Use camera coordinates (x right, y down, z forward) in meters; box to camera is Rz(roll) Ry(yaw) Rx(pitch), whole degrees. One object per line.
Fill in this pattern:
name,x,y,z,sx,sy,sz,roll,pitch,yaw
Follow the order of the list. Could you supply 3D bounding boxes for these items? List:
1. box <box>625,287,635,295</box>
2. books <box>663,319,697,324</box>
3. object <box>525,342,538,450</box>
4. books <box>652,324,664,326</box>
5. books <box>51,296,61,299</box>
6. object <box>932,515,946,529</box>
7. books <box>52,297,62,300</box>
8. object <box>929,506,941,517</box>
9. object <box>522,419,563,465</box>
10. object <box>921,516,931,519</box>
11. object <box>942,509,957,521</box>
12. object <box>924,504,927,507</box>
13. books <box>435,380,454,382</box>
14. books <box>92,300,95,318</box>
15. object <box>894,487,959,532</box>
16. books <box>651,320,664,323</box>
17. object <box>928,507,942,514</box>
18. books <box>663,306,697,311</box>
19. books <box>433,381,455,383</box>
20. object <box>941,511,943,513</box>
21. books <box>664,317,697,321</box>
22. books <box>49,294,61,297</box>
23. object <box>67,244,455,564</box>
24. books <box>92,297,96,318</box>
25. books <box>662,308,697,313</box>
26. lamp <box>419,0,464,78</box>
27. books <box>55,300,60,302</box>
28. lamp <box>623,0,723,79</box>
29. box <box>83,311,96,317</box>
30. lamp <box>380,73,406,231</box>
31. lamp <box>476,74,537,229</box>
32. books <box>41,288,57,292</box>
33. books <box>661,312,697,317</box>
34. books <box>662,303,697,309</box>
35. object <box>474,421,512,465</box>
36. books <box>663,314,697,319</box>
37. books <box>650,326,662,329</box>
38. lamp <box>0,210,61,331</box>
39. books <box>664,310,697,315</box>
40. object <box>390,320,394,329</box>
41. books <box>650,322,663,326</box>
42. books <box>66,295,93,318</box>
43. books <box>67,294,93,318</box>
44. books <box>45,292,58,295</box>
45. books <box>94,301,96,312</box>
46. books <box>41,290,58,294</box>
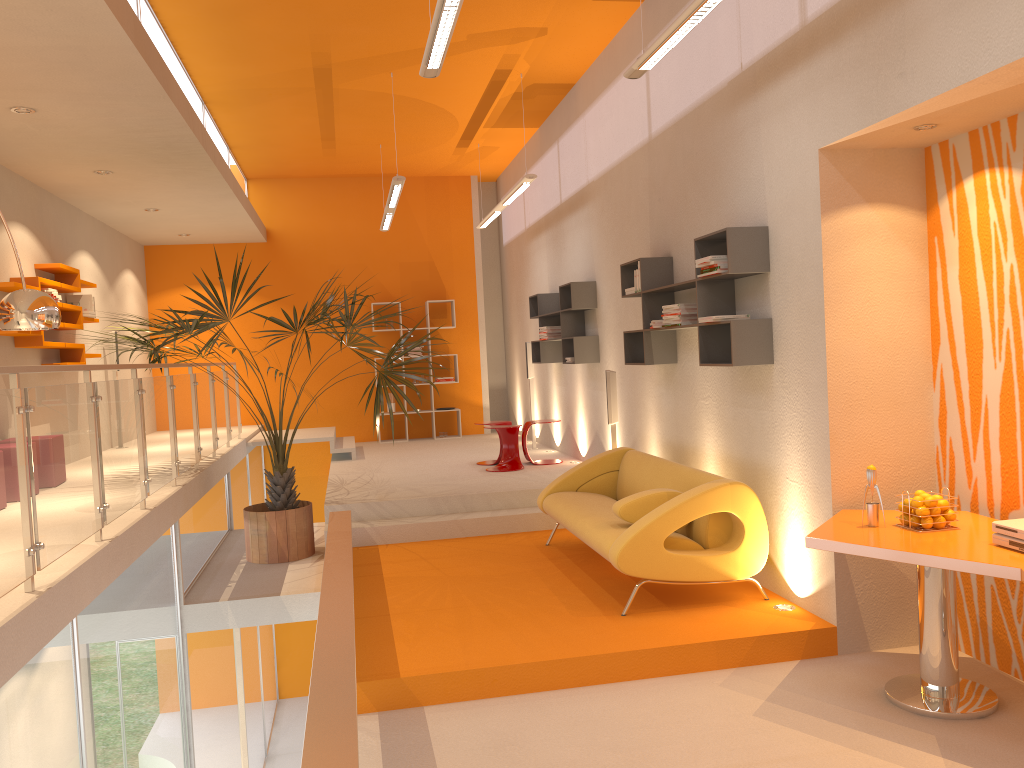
box,1.017,-0.718,6.822,0.232,0.047,0.232,-3,2,-10
books,1.161,-0.424,5.972,0.190,0.015,0.254,-4,2,-19
object,0.227,0.143,10.874,0.116,1.317,0.111,-3,2,-14
books,1.099,-0.420,6.316,0.190,0.011,0.268,-3,2,6
books,-4.032,-0.740,7.619,0.254,0.015,0.190,-3,2,-14
object,1.916,0.621,3.994,0.074,0.063,0.064,-1,3,45
books,-4.041,-0.726,7.616,0.268,0.011,0.190,-3,2,-9
object,1.896,0.571,3.985,0.052,0.053,0.062,-3,2,-4
object,0.326,0.621,9.504,0.420,0.450,0.391,-3,2,-10
object,1.888,0.616,4.027,0.052,0.060,0.057,-2,2,30
object,1.970,0.592,3.994,0.052,0.054,0.061,-3,2,2
object,1.876,0.553,4.075,0.061,0.051,0.055,-2,2,19
books,-0.982,-0.042,12.882,0.268,0.011,0.190,-3,2,-9
books,-4.270,-0.739,8.800,0.230,0.169,0.027,-3,2,-10
object,1.888,0.564,4.042,0.207,0.174,0.189,-3,2,-10
books,1.093,-0.448,6.318,0.190,0.015,0.254,-3,2,6
object,1.926,0.581,4.047,0.062,0.053,0.051,-2,2,33
books,1.156,-0.510,5.961,0.190,0.015,0.254,-3,2,-14
books,-0.985,-0.030,12.882,0.296,0.013,0.210,-3,2,-10
object,1.954,0.583,4.062,0.051,0.055,0.061,-3,2,4
books,1.159,-0.438,5.964,0.190,0.015,0.254,-3,2,-14
books,-4.041,-0.754,7.620,0.254,0.015,0.190,-3,2,-9
object,-2.010,0.175,7.850,3.098,2.600,3.241,-3,2,-2
books,-4.276,-0.761,8.851,0.207,0.210,0.021,-3,2,-10
books,1.157,-0.495,5.970,0.190,0.015,0.254,-4,2,-19
lamp,-0.211,-2.243,3.546,0.120,1.052,3.195,-3,2,-10
books,-4.048,-0.714,7.622,0.210,0.013,0.297,-3,2,-10
lamp,0.996,-2.313,3.769,0.120,1.052,3.195,-3,2,-10
box,-4.210,-0.676,8.644,0.232,0.047,0.232,-3,2,-10
lamp,-1.345,-2.403,9.629,0.120,1.052,3.195,-3,2,-10
lamp,-0.138,-2.474,9.852,0.120,1.052,3.195,-3,2,-10
books,-4.059,-0.801,7.602,0.230,0.017,0.226,-3,2,-10
books,1.163,-0.469,5.958,0.210,0.013,0.297,-4,2,-15
books,1.168,-0.526,5.961,0.230,0.017,0.226,-4,2,-20
object,-0.192,0.641,9.687,0.391,0.450,0.420,-5,3,-40
books,1.172,-0.455,5.963,0.230,0.017,0.226,-4,2,-20
books,1.099,-0.407,6.313,0.210,0.013,0.297,-3,2,5
lamp,-2.857,-0.275,4.054,0.315,2.259,2.077,-3,2,12
books,1.162,-0.482,5.961,0.190,0.011,0.268,-3,2,-14
object,-1.985,1.907,9.469,0.351,5.384,6.779,-3,2,10
books,1.098,-0.433,6.326,0.190,0.015,0.254,-3,2,1
books,-4.275,-0.767,8.775,0.230,0.227,0.017,-3,2,-10
books,-4.265,-0.767,8.758,0.230,0.227,0.017,-3,2,-10
books,-4.043,-0.770,7.606,0.227,0.017,0.230,-4,2,-15
books,-4.295,-0.740,8.879,0.230,0.169,0.023,-3,2,-10
books,-4.045,-0.786,7.600,0.190,0.015,0.254,-3,2,-4
